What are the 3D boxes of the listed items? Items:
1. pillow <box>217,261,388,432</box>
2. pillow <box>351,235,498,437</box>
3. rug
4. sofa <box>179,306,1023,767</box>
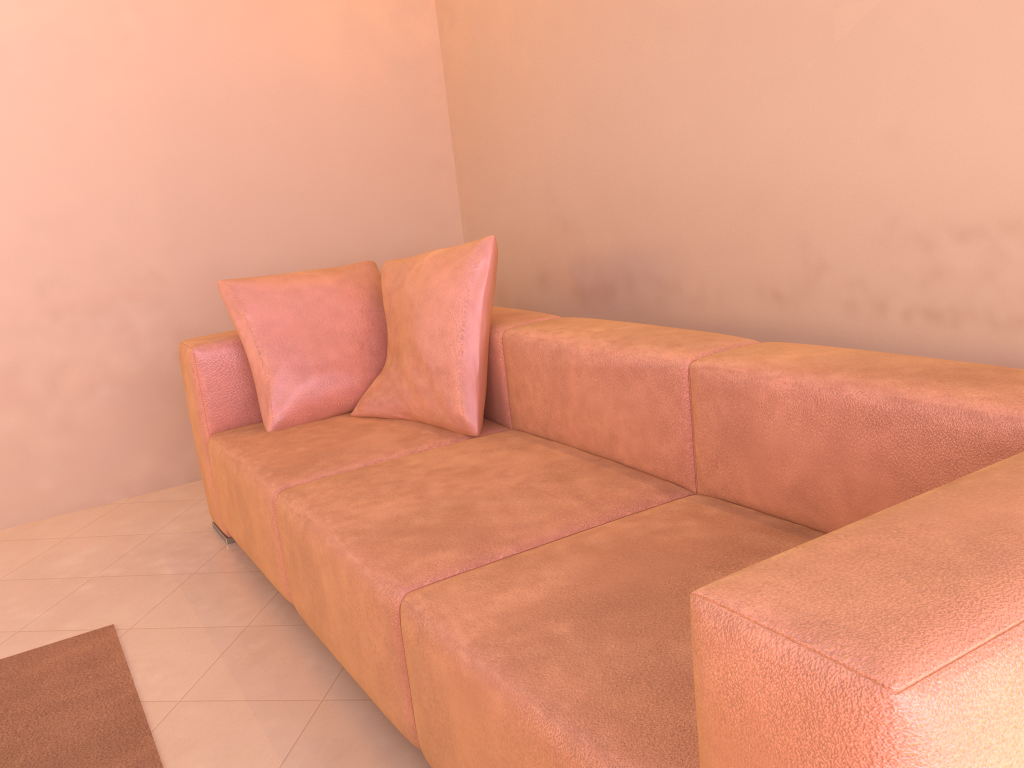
[{"bbox_3d":[-0.597,-0.131,2.880,0.554,0.486,0.335,-14,15,-32],"label":"pillow"},{"bbox_3d":[-0.245,-0.158,2.634,0.582,0.528,0.302,5,17,43],"label":"pillow"},{"bbox_3d":[-1.731,1.039,0.986,2.626,0.005,1.833,-13,14,-29],"label":"rug"},{"bbox_3d":[0.003,0.257,2.070,0.943,0.672,2.781,-13,14,-29],"label":"sofa"}]
